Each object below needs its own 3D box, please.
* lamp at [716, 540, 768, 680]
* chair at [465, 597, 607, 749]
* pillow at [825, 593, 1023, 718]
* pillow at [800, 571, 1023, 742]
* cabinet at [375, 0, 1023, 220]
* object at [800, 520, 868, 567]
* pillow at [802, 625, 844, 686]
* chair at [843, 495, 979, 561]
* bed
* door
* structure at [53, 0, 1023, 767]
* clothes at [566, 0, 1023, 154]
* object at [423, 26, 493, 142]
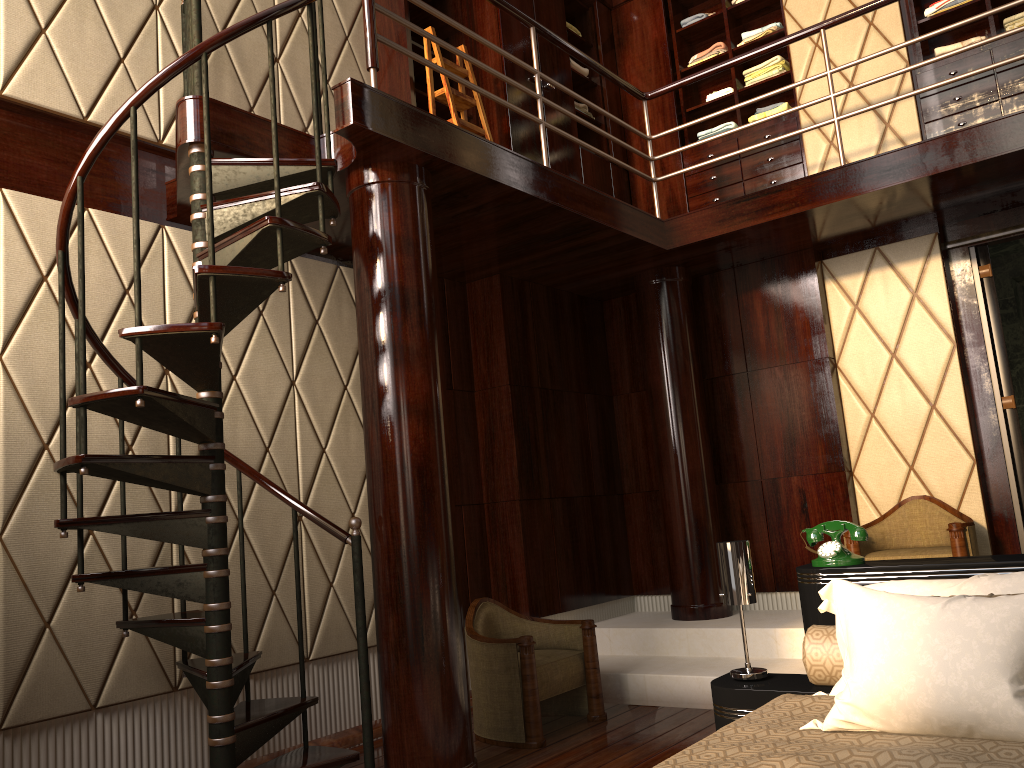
[{"bbox_3d":[0.672,0.657,2.599,0.106,0.385,0.109,-14,-12,43],"label":"lamp"},{"bbox_3d":[0.059,1.198,3.816,0.462,0.550,0.571,-12,-11,36],"label":"chair"},{"bbox_3d":[1.186,0.552,1.761,1.123,0.271,0.293,-12,-11,37],"label":"pillow"},{"bbox_3d":[1.180,0.533,1.800,1.322,0.320,0.685,-12,-11,38],"label":"pillow"},{"bbox_3d":[2.352,-2.283,3.922,6.767,2.432,2.576,-12,-11,36],"label":"cabinet"},{"bbox_3d":[0.980,0.481,2.690,0.158,0.131,0.178,-5,-9,-1],"label":"object"},{"bbox_3d":[1.370,0.635,2.042,1.396,0.167,0.173,-12,-11,36],"label":"pillow"},{"bbox_3d":[1.922,0.813,4.218,0.571,0.550,0.462,-12,-11,36],"label":"chair"},{"bbox_3d":[0.880,0.686,1.374,1.985,0.660,2.381,-12,-11,36],"label":"bed"},{"bbox_3d":[3.132,0.109,4.415,1.435,1.820,0.828,-11,-11,35],"label":"door"},{"bbox_3d":[1.751,-0.482,2.627,6.107,3.189,3.750,-12,-11,36],"label":"structure"},{"bbox_3d":[2.446,-2.197,4.756,4.996,0.954,0.818,-10,-10,29],"label":"clothes"},{"bbox_3d":[-0.220,-1.305,4.400,0.258,0.974,0.275,-12,-11,36],"label":"object"}]
